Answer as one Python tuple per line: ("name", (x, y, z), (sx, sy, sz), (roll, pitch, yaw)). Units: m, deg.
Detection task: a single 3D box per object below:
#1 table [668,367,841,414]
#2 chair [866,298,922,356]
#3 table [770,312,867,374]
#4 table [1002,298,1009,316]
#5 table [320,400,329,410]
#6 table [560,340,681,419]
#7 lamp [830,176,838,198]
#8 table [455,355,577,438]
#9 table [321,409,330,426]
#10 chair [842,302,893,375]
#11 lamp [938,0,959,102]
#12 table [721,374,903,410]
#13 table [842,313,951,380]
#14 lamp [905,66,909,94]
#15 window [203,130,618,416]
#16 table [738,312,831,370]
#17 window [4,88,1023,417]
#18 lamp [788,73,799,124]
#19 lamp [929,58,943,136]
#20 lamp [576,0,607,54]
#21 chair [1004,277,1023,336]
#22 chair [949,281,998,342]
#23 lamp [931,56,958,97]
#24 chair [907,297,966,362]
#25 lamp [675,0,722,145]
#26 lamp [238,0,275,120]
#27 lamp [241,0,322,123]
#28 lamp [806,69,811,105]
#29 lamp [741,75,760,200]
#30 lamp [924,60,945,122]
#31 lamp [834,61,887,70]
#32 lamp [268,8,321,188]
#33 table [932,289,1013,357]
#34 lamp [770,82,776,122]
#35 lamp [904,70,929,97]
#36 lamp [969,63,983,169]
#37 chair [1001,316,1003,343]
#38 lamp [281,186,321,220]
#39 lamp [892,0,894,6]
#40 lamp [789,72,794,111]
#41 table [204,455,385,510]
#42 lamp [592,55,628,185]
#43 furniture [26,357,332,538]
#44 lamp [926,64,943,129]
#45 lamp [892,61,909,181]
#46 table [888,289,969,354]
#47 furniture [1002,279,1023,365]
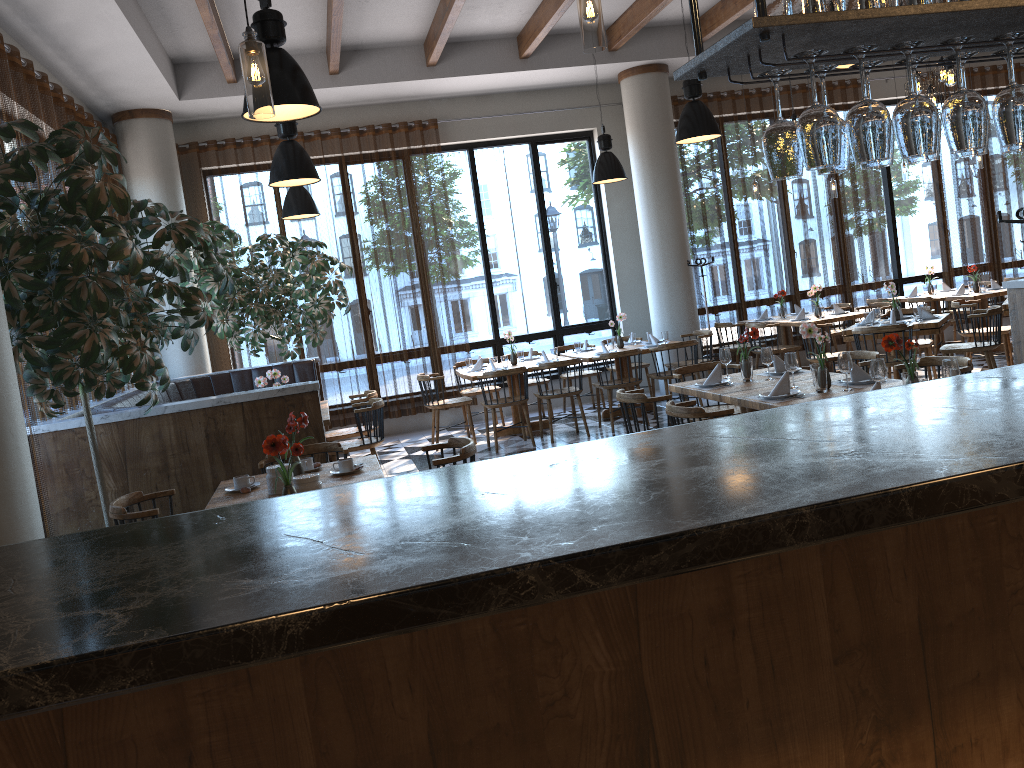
("table", (1.668, 0.345, 6.027), (0.851, 0.762, 0.852), (-9, 5, -12))
("chair", (5.040, -0.752, 11.745), (0.550, 0.815, 0.520), (-9, 4, -12))
("table", (3.724, -0.421, 10.596), (0.851, 0.762, 0.852), (-9, 5, -12))
("table", (5.550, -0.512, 9.043), (0.862, 0.762, 0.868), (-5, 6, 33))
("table", (-2.088, 0.632, 8.266), (0.851, 0.762, 0.852), (-9, 5, -12))
("table", (1.294, -0.030, 10.085), (1.215, 0.761, 1.218), (-9, 5, -8))
("lamp", (4.081, -3.400, 11.514), (0.078, 1.959, 0.078), (-6, 4, 28))
("table", (0.073, 0.167, 9.826), (1.215, 0.761, 1.218), (-9, 5, -8))
("table", (-1.907, 0.694, 7.432), (0.851, 0.762, 0.852), (-9, 5, -12))
("chair", (4.352, -0.550, 10.736), (0.550, 0.815, 0.520), (-9, 4, -12))
("lamp", (3.338, -3.265, 6.930), (0.175, 2.065, 0.175), (-10, 4, -27))
("table", (1.849, 0.407, 5.194), (0.851, 0.762, 0.852), (-9, 5, -12))
("table", (3.809, -0.231, 8.673), (0.862, 0.762, 0.868), (-5, 6, 33))
("lamp", (4.345, -3.754, 9.839), (0.175, 2.065, 0.175), (-8, 4, -4))
("window", (-1.108, -1.404, 11.240), (4.972, 3.158, 0.365), (-9, 4, -12))
("table", (3.542, -0.484, 11.432), (0.851, 0.762, 0.852), (-9, 5, -12))
("window", (1.438, -1.703, 10.713), (15.187, 3.157, 4.489), (-12, 7, -35))
("lamp", (2.833, -3.533, 9.188), (0.175, 2.065, 0.175), (-10, 4, -26))
("lamp", (4.409, -3.675, 9.411), (0.175, 2.065, 0.175), (-10, 4, -26))
("lamp", (0.135, -2.053, 2.821), (0.078, 1.959, 0.078), (-8, 4, -4))
("chair", (7.126, -1.089, 12.188), (0.550, 0.815, 0.520), (-9, 4, -12))
("chair", (6.303, -0.956, 12.013), (0.550, 0.815, 0.520), (-9, 4, -12))
("lamp", (3.451, -3.418, 7.278), (0.175, 2.065, 0.175), (-8, 4, 6))
("chair", (5.219, -0.690, 10.921), (0.550, 0.815, 0.520), (-9, 4, -12))
("lamp", (1.409, -2.932, 7.247), (0.391, 1.860, 0.390), (-10, 4, -24))
("lamp", (-0.887, -1.774, 2.607), (0.078, 1.959, 0.078), (-7, 4, 17))
("lamp", (-1.263, -2.253, 4.319), (0.389, 1.860, 0.392), (-5, 4, 36))
("lamp", (3.043, -3.509, 9.230), (0.176, 2.065, 0.175), (-11, 4, -37))
("lamp", (2.993, -3.332, 11.279), (0.078, 1.959, 0.078), (-11, 4, -36))
("lamp", (3.301, -3.151, 7.153), (0.175, 2.065, 0.175), (-8, 4, 6))
("lamp", (1.899, -2.763, 4.991), (0.392, 1.860, 0.390), (-10, 4, -34))
("lamp", (-1.753, -2.422, 6.574), (0.391, 1.860, 0.391), (-9, 4, -9))
("table", (5.854, -0.765, 11.049), (0.851, 0.762, 0.852), (-9, 5, -12))
("lamp", (2.767, -3.462, 9.563), (0.175, 2.065, 0.176), (-6, 4, 31))
("lamp", (3.266, -3.343, 7.357), (0.175, 2.065, 0.175), (-8, 4, -5))
("lamp", (6.218, -3.894, 11.963), (0.078, 1.959, 0.078), (-9, 4, -22))
("chair", (6.483, -0.894, 11.189), (0.550, 0.815, 0.520), (-9, 4, -12))
("lamp", (-2.238, -2.589, 8.805), (0.390, 1.860, 0.391), (-8, 4, 1))
("lamp", (1.250, -2.267, 3.056), (0.078, 1.959, 0.078), (-6, 4, 23))
("lamp", (2.944, -3.339, 9.418), (0.175, 2.065, 0.175), (-10, 4, -26))
("table", (-1.046, 0.875, 4.571), (0.851, 0.762, 0.852), (-9, 5, -12))
("lamp", (0.924, -3.099, 9.477), (0.392, 1.860, 0.390), (-10, 4, -34))
("furniture", (-2.569, 0.560, 7.730), (1.920, 1.147, 4.046), (-9, 6, -12))
("lamp", (4.529, -3.828, 9.756), (0.175, 2.065, 0.175), (-7, 4, 7))
("lamp", (5.103, -3.680, 11.727), (0.078, 1.959, 0.078), (-8, 4, -4))
("table", (5.672, -0.828, 11.885), (0.851, 0.762, 0.852), (-9, 5, -12))
("furniture", (7.044, -0.621, 6.243), (6.595, 1.147, 1.921), (-9, 5, -12))
